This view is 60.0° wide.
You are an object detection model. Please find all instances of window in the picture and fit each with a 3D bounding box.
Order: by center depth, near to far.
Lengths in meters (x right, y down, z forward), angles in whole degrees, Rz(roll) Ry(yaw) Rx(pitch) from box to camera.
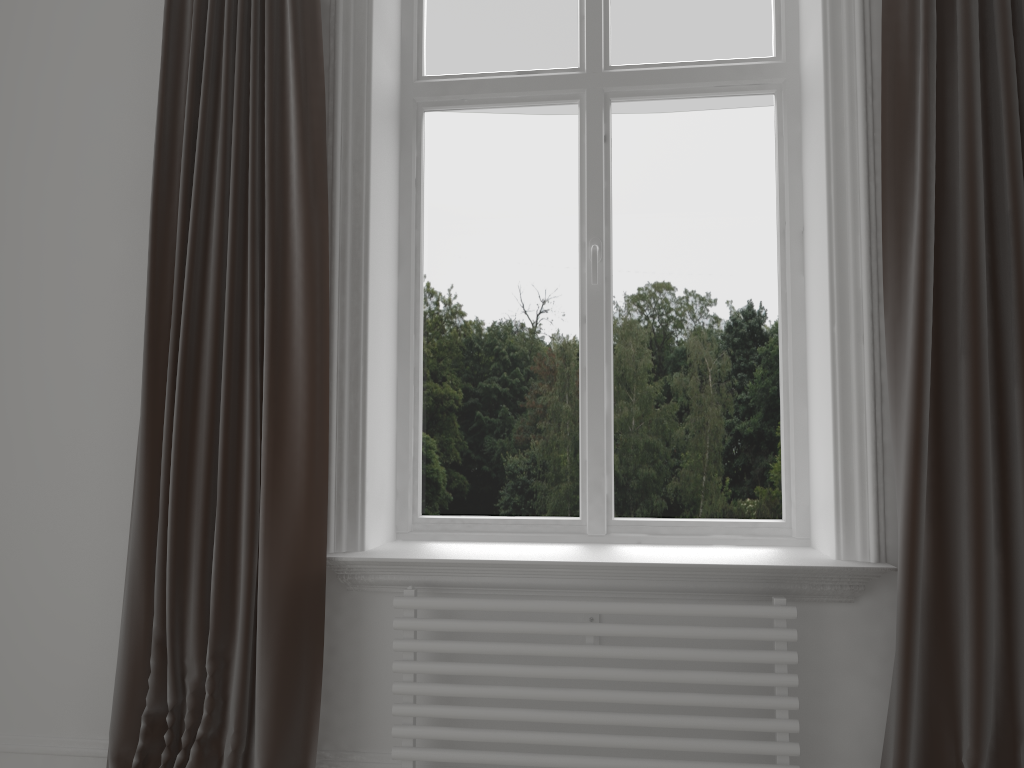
[{"bbox_3d":[0.229,-0.522,2.451,1.112,1.956,0.120,0,-4,8],"label":"window"}]

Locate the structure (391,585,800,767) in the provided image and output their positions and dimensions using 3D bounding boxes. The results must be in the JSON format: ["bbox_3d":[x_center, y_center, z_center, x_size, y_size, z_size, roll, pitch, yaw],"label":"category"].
[{"bbox_3d":[0.177,0.798,1.985,0.887,0.670,0.120,0,-4,8],"label":"structure"}]

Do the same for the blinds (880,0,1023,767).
[{"bbox_3d":[1.001,-0.287,1.801,0.769,2.680,0.318,0,-4,3],"label":"blinds"}]

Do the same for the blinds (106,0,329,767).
[{"bbox_3d":[-0.726,-0.270,2.061,0.595,2.681,0.246,-1,-4,16],"label":"blinds"}]
